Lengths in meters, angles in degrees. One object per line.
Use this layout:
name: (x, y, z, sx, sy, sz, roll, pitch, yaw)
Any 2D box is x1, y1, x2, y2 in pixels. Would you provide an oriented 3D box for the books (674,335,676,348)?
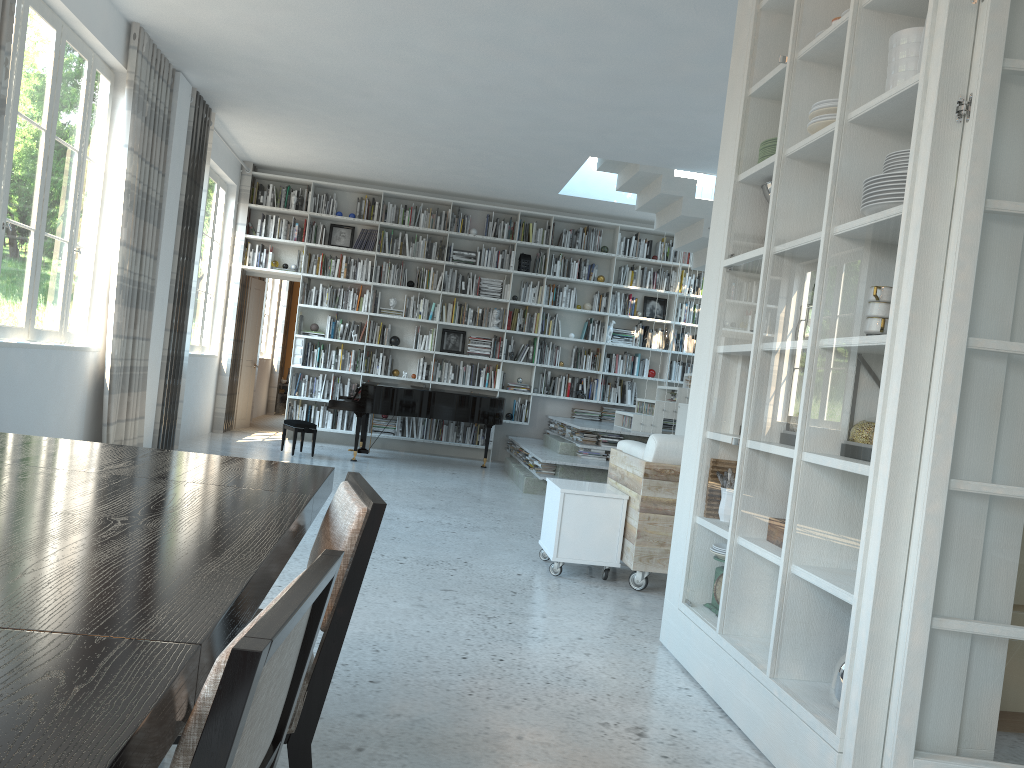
books: (2.065, -0.531, 11.363, 0.010, 0.239, 0.147, 7, 1, -7)

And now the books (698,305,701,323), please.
books: (2.384, -0.876, 11.373, 0.022, 0.263, 0.172, 7, 1, -7)

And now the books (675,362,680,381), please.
books: (2.101, -0.159, 11.372, 0.022, 0.242, 0.151, 7, 1, -7)

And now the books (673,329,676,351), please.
books: (2.059, -0.559, 11.361, 0.010, 0.293, 0.164, 7, 1, -7)

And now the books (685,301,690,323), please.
books: (2.221, -0.907, 11.341, 0.014, 0.285, 0.185, 7, 1, -7)

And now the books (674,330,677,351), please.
books: (2.076, -0.550, 11.373, 0.010, 0.279, 0.147, 7, 1, -7)

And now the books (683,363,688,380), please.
books: (2.205, -0.149, 11.364, 0.027, 0.248, 0.184, 7, 1, -7)

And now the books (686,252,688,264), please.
books: (2.217, -1.616, 11.351, 0.025, 0.223, 0.136, 7, 1, -7)

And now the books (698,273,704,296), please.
books: (2.386, -1.262, 11.290, 0.022, 0.296, 0.152, 7, 1, -7)

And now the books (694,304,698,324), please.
books: (2.336, -0.886, 11.379, 0.025, 0.271, 0.152, 7, 1, -7)

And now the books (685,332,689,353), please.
books: (2.218, -0.527, 11.373, 0.022, 0.265, 0.157, 7, 1, -7)

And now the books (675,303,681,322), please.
books: (2.118, -0.904, 11.348, 0.012, 0.254, 0.161, 7, 1, -7)

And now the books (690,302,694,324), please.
books: (2.282, -0.904, 11.363, 0.012, 0.293, 0.165, 7, 1, -7)

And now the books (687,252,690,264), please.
books: (2.241, -1.645, 11.338, 0.013, 0.286, 0.150, 7, 1, -7)

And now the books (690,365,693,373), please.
books: (2.276, -0.132, 11.395, 0.014, 0.230, 0.172, 7, 1, -7)

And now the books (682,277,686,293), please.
books: (2.154, -1.244, 11.259, 0.024, 0.205, 0.165, 7, 1, -7)

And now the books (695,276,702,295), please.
books: (2.362, -1.243, 11.283, 0.023, 0.254, 0.189, 7, 1, -7)

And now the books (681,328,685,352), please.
books: (2.178, -0.560, 11.375, 0.012, 0.322, 0.141, 7, 1, -7)

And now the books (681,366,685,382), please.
books: (2.174, -0.133, 11.388, 0.025, 0.208, 0.149, 7, 1, -7)

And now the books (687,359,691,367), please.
books: (2.266, -0.167, 11.399, 0.013, 0.297, 0.141, 7, 1, -7)

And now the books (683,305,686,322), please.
books: (2.177, -0.889, 11.357, 0.011, 0.239, 0.172, 7, 1, -7)

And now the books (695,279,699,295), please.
books: (2.334, -1.226, 11.299, 0.025, 0.211, 0.134, 7, 1, -7)

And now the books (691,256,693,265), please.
books: (2.289, -1.662, 11.355, 0.014, 0.331, 0.142, 7, 1, -7)

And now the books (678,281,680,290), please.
books: (2.089, -1.270, 11.263, 0.027, 0.241, 0.162, 7, 1, -7)

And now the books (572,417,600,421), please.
books: (0.928, 0.442, 11.257, 0.345, 0.007, 0.193, 7, 0, -3)

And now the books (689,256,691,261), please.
books: (2.254, -1.634, 11.326, 0.012, 0.269, 0.184, 7, 1, -7)

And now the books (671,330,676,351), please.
books: (2.042, -0.553, 11.345, 0.025, 0.277, 0.160, 7, 1, -7)

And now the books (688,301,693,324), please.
books: (2.264, -0.908, 11.372, 0.022, 0.297, 0.162, 7, 1, -7)

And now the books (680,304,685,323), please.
books: (2.163, -0.895, 11.338, 0.023, 0.247, 0.182, 7, 1, -7)

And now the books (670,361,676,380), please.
books: (2.044, -0.170, 11.356, 0.024, 0.252, 0.175, 7, 1, -7)

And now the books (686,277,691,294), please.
books: (2.216, -1.246, 11.269, 0.049, 0.224, 0.161, 7, 1, -7)

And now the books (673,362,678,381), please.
books: (2.072, -0.159, 11.367, 0.037, 0.236, 0.153, 7, 1, -7)

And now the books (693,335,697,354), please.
books: (2.346, -0.502, 11.381, 0.022, 0.247, 0.181, 7, 1, -7)

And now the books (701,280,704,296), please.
books: (2.398, -1.215, 11.296, 0.014, 0.206, 0.184, 7, 1, -7)

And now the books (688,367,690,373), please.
books: (2.240, -0.121, 11.397, 0.027, 0.201, 0.164, 7, 1, -7)

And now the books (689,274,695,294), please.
books: (2.276, -1.259, 11.285, 0.023, 0.263, 0.158, 7, 1, -7)

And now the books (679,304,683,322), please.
books: (2.136, -0.900, 11.363, 0.026, 0.250, 0.160, 7, 1, -7)

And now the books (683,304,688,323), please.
books: (2.198, -0.895, 11.353, 0.026, 0.256, 0.173, 7, 1, -7)

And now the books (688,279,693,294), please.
books: (2.251, -1.226, 11.268, 0.024, 0.193, 0.189, 7, 1, -7)

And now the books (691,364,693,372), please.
books: (2.294, -0.136, 11.413, 0.027, 0.242, 0.131, 7, 1, -7)

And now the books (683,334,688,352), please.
books: (2.195, -0.519, 11.359, 0.026, 0.246, 0.180, 7, 1, -7)

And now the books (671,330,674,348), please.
books: (2.016, -0.555, 11.344, 0.026, 0.273, 0.158, 7, 1, -7)

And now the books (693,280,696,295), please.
books: (2.298, -1.224, 11.329, 0.038, 0.199, 0.170, 7, 1, -7)

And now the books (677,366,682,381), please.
books: (2.125, -0.135, 11.370, 0.029, 0.201, 0.172, 7, 1, -7)

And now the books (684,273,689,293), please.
books: (2.183, -1.270, 11.253, 0.026, 0.263, 0.189, 7, 1, -7)

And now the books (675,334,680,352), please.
books: (2.111, -0.525, 11.378, 0.066, 0.236, 0.144, 7, 1, -7)

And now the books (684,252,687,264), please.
books: (2.198, -1.644, 11.336, 0.022, 0.275, 0.160, 7, 1, -7)

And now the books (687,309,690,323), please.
books: (2.232, -0.859, 11.376, 0.028, 0.191, 0.136, 7, 1, -7)

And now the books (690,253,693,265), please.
books: (2.268, -1.612, 11.332, 0.022, 0.229, 0.174, 7, 1, -7)

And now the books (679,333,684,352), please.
books: (2.158, -0.522, 11.356, 0.022, 0.243, 0.170, 7, 1, -7)

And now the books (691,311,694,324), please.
books: (2.292, -0.845, 11.380, 0.027, 0.179, 0.157, 7, 1, -7)

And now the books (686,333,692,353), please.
books: (2.258, -0.520, 11.365, 0.056, 0.261, 0.176, 7, 1, -7)

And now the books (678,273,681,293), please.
books: (2.117, -1.293, 11.277, 0.036, 0.294, 0.135, 7, 1, -7)

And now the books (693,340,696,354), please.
books: (2.315, -0.474, 11.395, 0.030, 0.184, 0.137, 7, 1, -7)

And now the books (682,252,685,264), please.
books: (2.176, -1.666, 11.320, 0.011, 0.313, 0.172, 7, 1, -7)

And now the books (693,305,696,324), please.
books: (2.318, -0.883, 11.368, 0.013, 0.260, 0.158, 7, 1, -7)

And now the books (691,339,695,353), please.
books: (2.292, -0.479, 11.371, 0.023, 0.189, 0.169, 7, 1, -7)

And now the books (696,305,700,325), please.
books: (2.361, -0.877, 11.372, 0.024, 0.259, 0.156, 7, 1, -7)

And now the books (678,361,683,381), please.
books: (2.152, -0.165, 11.391, 0.024, 0.267, 0.133, 7, 1, -7)

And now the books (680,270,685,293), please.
books: (2.143, -1.290, 11.256, 0.010, 0.294, 0.183, 7, 1, -7)
